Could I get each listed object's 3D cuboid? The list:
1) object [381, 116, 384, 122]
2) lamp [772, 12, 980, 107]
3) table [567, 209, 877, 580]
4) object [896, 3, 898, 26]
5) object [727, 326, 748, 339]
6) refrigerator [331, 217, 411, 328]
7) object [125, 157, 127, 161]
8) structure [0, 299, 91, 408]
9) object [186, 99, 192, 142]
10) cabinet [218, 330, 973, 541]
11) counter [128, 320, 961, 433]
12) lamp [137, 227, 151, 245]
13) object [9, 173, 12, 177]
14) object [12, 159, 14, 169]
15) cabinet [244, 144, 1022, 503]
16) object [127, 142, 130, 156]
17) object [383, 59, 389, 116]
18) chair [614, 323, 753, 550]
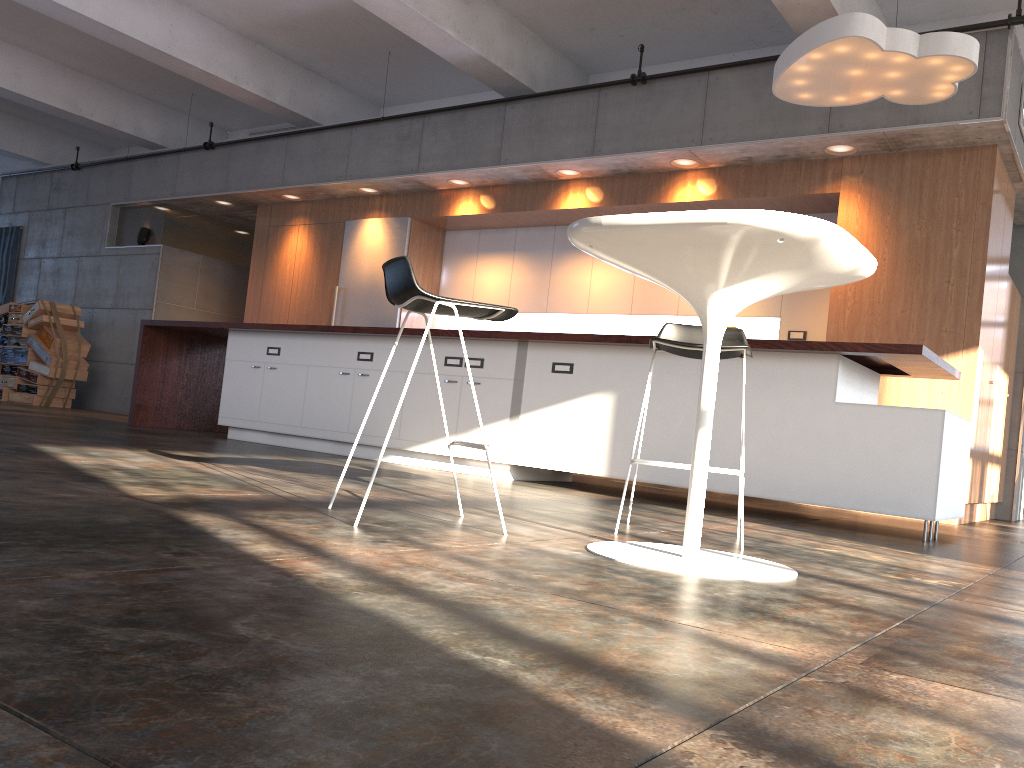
[{"bbox_3d":[0.914,-0.263,8.389,0.061,0.053,0.053,4,-3,42],"label":"object"},{"bbox_3d":[2.174,-1.890,5.355,1.087,0.130,1.001,7,-3,-9],"label":"lamp"},{"bbox_3d":[0.585,0.062,2.669,0.812,0.951,0.846,5,-3,35],"label":"table"},{"bbox_3d":[0.864,-0.312,8.348,0.058,0.060,0.051,8,-3,-32],"label":"object"},{"bbox_3d":[1.890,-0.304,7.625,0.269,0.381,0.101,5,-3,35],"label":"object"},{"bbox_3d":[-1.548,-0.689,9.603,0.937,2.189,0.224,5,-2,32],"label":"refrigerator"},{"bbox_3d":[0.891,-0.249,8.453,0.063,0.053,0.051,7,-3,-12],"label":"object"},{"bbox_3d":[-6.205,-0.403,11.416,1.874,1.314,0.651,4,-3,35],"label":"structure"},{"bbox_3d":[0.835,-0.314,8.478,0.060,0.059,0.050,7,-3,-21],"label":"object"},{"bbox_3d":[0.089,0.219,6.277,5.532,0.929,0.942,4,-3,34],"label":"cabinet"},{"bbox_3d":[-0.395,0.155,6.625,6.519,0.970,1.166,4,-3,34],"label":"counter"},{"bbox_3d":[-4.698,-1.871,11.317,0.169,0.258,0.214,6,-2,17],"label":"lamp"},{"bbox_3d":[0.938,-0.280,8.439,0.053,0.052,0.061,7,-3,-7],"label":"object"},{"bbox_3d":[0.916,-0.211,8.405,0.074,0.063,0.064,6,-2,0],"label":"object"},{"bbox_3d":[0.724,-0.549,9.459,7.940,2.561,2.430,4,-3,34],"label":"cabinet"},{"bbox_3d":[0.900,-0.293,8.482,0.064,0.053,0.051,7,-2,-7],"label":"object"},{"bbox_3d":[0.858,-0.273,8.383,0.051,0.053,0.063,7,-3,-17],"label":"object"},{"bbox_3d":[0.678,0.198,3.364,0.460,0.895,0.510,6,-2,12],"label":"chair"}]
